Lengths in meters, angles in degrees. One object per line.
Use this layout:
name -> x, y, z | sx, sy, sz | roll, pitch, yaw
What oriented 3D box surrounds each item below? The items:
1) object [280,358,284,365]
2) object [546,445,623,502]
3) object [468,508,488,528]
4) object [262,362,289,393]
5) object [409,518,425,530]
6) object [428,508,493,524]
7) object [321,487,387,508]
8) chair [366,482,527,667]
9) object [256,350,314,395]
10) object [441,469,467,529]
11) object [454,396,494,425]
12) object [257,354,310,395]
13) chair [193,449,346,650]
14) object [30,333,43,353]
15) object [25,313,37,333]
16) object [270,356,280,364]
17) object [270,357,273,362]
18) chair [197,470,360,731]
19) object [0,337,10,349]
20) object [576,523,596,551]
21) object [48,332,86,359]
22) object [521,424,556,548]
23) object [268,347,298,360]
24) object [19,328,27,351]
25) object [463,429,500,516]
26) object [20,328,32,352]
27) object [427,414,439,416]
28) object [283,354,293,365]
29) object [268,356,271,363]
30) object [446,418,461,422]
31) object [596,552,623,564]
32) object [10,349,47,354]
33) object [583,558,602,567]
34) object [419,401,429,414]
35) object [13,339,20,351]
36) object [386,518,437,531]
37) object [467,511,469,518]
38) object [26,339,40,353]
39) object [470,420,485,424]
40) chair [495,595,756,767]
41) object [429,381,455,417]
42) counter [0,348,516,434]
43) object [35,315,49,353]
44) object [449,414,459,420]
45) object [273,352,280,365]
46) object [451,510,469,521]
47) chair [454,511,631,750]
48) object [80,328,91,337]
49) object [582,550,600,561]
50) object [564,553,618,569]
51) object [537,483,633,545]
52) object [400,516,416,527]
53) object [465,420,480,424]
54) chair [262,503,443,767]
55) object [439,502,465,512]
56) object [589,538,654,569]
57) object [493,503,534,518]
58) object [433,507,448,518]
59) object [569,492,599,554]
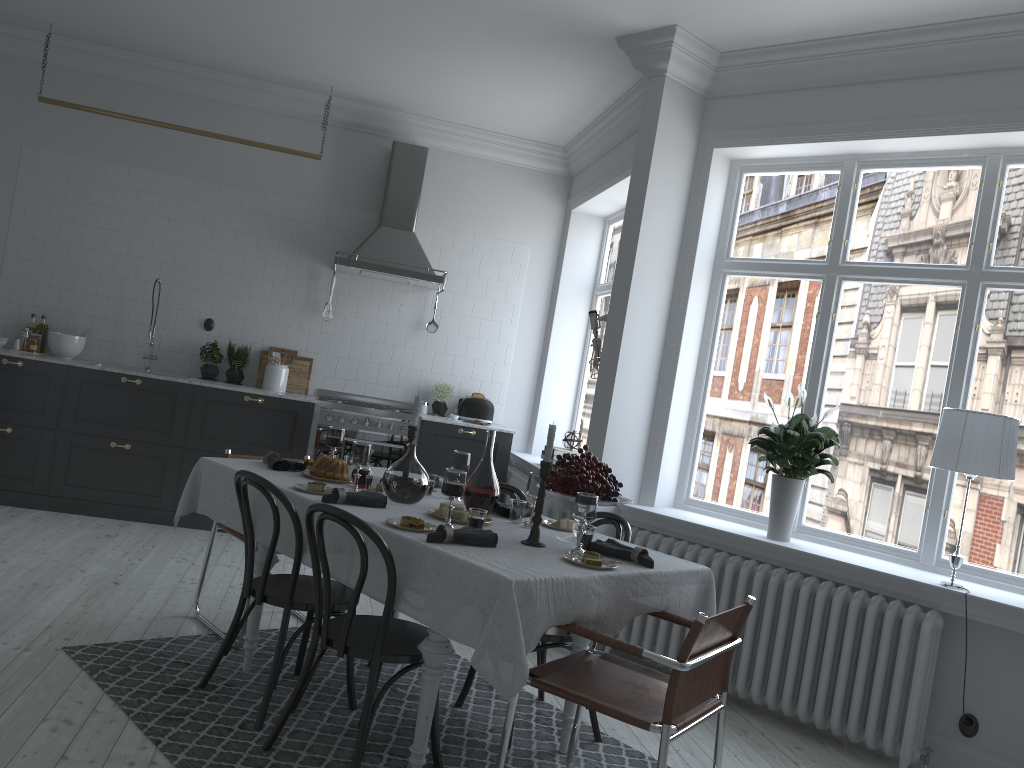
object -> -1.784, -0.071, 6.829 | 0.114, 0.247, 0.050 | 10, 0, 43
object -> 0.287, 0.342, 3.346 | 0.318, 0.215, 0.347 | 10, 0, 41
object -> -0.127, 0.489, 3.124 | 0.066, 0.094, 0.066 | 9, 0, -23
object -> -1.806, -0.050, 6.783 | 0.174, 0.208, 0.174 | 9, 0, -16
object -> -0.328, 0.484, 3.066 | 0.036, 0.039, 0.051 | 10, 0, 28
object -> -0.201, 0.516, 3.429 | 0.251, 0.018, 0.251 | 9, 0, -12
object -> -0.581, 0.432, 3.361 | 0.165, 0.061, 0.247 | 10, 0, 28
chair -> -0.266, 0.904, 4.098 | 0.463, 0.909, 0.564 | 10, 0, 42
object -> -1.783, -0.088, 6.960 | 0.400, 0.290, 0.030 | 9, 0, -12
object -> -0.216, 0.415, 3.156 | 0.083, 0.215, 0.083 | 9, 0, -7
object -> -0.299, 0.199, 7.152 | 0.326, 0.207, 0.219 | 9, 0, -7
object -> -1.778, -0.072, 6.905 | 0.360, 0.261, 0.053 | 9, 0, -12
chair -> -1.141, 0.795, 4.351 | 0.546, 0.837, 0.593 | 9, 0, -40
object -> -3.506, -0.300, 6.513 | 0.077, 0.141, 0.044 | 9, 0, -12
object -> -3.558, -0.381, 6.556 | 0.066, 0.282, 0.066 | 9, 0, -17
object -> -1.832, -0.086, 6.747 | 0.054, 0.262, 0.149 | 9, 0, -37
object -> -1.817, -0.077, 6.819 | 0.118, 0.250, 0.033 | 9, 0, -11
chair -> -0.872, 0.805, 3.508 | 0.463, 0.909, 0.564 | 10, 0, 42
object -> -3.708, -0.316, 6.385 | 0.159, 0.110, 0.172 | 9, 0, -17
object -> 0.260, 0.553, 3.178 | 0.066, 0.094, 0.066 | 9, 0, -23
object -> -3.277, -0.278, 6.512 | 0.247, 0.175, 0.247 | 9, 0, 2
object -> 0.110, 0.357, 3.145 | 0.089, 0.432, 0.089 | 9, 0, 11
object -> -1.809, -0.112, 6.922 | 0.220, 0.330, 0.041 | 9, 0, -12
object -> -3.567, -0.326, 6.489 | 0.059, 0.172, 0.059 | 9, 0, 20
object -> -0.110, 0.362, 3.626 | 0.152, 0.352, 0.152 | 10, 0, 39
object -> -3.528, -0.320, 6.437 | 0.059, 0.172, 0.059 | 9, 0, 20
object -> -0.626, 0.241, 7.009 | 0.091, 0.018, 0.062 | 9, 0, -14
object -> -1.772, -0.092, 6.827 | 0.131, 0.296, 0.056 | 9, 0, -32
object -> -1.831, -0.080, 6.772 | 0.117, 0.251, 0.061 | 9, 0, 18
object -> -0.445, 0.277, 6.772 | 0.126, 0.008, 0.126 | 9, 0, 15
object -> 0.336, 0.608, 3.097 | 0.131, 0.012, 0.031 | 10, 0, 41
object -> -3.528, -0.235, 6.476 | 0.180, 0.008, 0.272 | 9, 0, -12
object -> 0.268, 0.592, 2.951 | 0.057, 0.021, 0.037 | 9, 0, -11
object -> -0.707, 0.188, 7.082 | 0.072, 0.095, 0.072 | 10, 0, 34
object -> -3.564, -0.281, 6.387 | 0.046, 0.084, 0.046 | 9, 0, -25
object -> -0.349, 0.494, 3.089 | 0.182, 0.013, 0.182 | 9, 0, 3
object -> -0.167, 0.511, 3.412 | 0.040, 0.039, 0.077 | 9, 0, -42
object -> -3.468, -0.274, 6.416 | 0.078, 0.101, 0.078 | 9, 0, 17
object -> -0.268, 0.293, 6.885 | 0.119, 0.031, 0.074 | 9, 0, 21
chair -> 0.364, 1.048, 2.874 | 0.593, 0.837, 0.546 | 10, 0, 33
object -> -0.567, 0.116, 7.093 | 0.210, 0.283, 0.220 | 9, 0, 1
counter -> -1.915, 0.047, 6.638 | 3.902, 0.020, 0.624 | 9, 0, -12
object -> -3.478, -0.367, 6.567 | 0.089, 0.282, 0.082 | 9, 0, -11
object -> -0.443, 0.258, 6.772 | 0.072, 0.040, 0.070 | 9, 0, -19
object -> -1.802, -0.096, 6.793 | 0.064, 0.290, 0.141 | 9, 0, -38
object -> -0.206, 0.502, 3.368 | 0.077, 0.040, 0.040 | 9, 0, 8
chair -> 0.153, 0.975, 3.705 | 0.564, 0.909, 0.463 | 9, 0, -33
object -> -3.218, -0.308, 6.553 | 0.042, 0.232, 0.209 | 10, 0, 29
object -> 0.267, 0.583, 2.994 | 0.057, 0.037, 0.021 | 9, 0, 9
object -> 0.263, 0.596, 2.962 | 0.182, 0.013, 0.182 | 9, 0, -2
object -> 0.259, 0.505, 3.358 | 0.367, 0.188, 0.367 | 10, 0, 30
object -> -0.360, 0.479, 3.091 | 0.057, 0.037, 0.021 | 9, 0, -31
object -> -0.302, 0.293, 6.842 | 0.209, 0.008, 0.018 | 9, 0, 23
chair -> -0.495, 0.869, 3.085 | 0.463, 0.909, 0.564 | 10, 0, 37
object -> -0.231, 0.491, 3.447 | 0.100, 0.056, 0.056 | 9, 0, 6
object -> 0.418, 0.598, 3.181 | 0.247, 0.061, 0.165 | 10, 0, 28
object -> 0.005, 0.528, 3.771 | 0.165, 0.061, 0.247 | 10, 0, 28
object -> -0.265, 0.481, 3.372 | 0.039, 0.040, 0.078 | 9, 0, -37
object -> 0.247, 0.492, 3.100 | 0.083, 0.215, 0.083 | 9, 0, -7
